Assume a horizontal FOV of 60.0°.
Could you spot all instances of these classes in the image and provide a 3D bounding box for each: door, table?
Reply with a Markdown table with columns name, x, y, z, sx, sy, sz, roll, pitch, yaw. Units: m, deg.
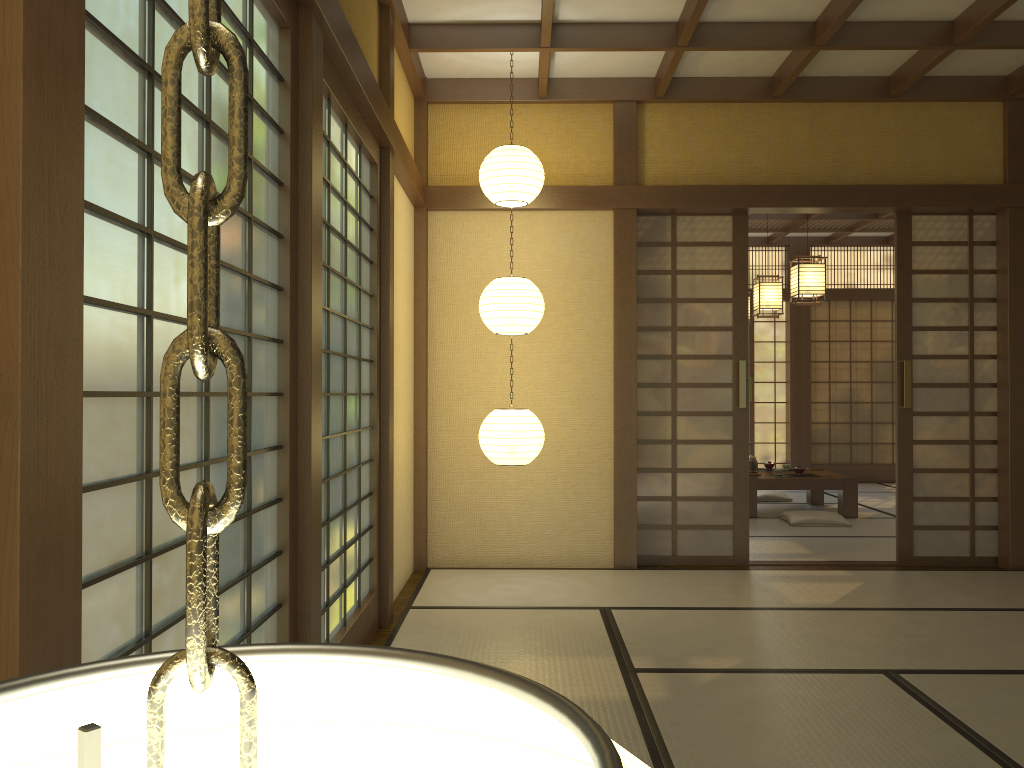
| name | x | y | z | sx | sy | sz | roll | pitch | yaw |
| --- | --- | --- | --- | --- | --- | --- | --- | --- | --- |
| door | 3.056 | 0.009 | 5.607 | 1.230 | 2.265 | 0.076 | 0 | -1 | 1 |
| door | 0.891 | 0.009 | 5.637 | 1.230 | 2.265 | 0.076 | 0 | -1 | 1 |
| door | -0.661 | -0.004 | 2.691 | 0.140 | 2.230 | 2.890 | 0 | -1 | 1 |
| table | 2.505 | 0.992 | 8.191 | 1.000 | 0.350 | 1.000 | 0 | -1 | 1 |
| door | 3.875 | 0.104 | 10.925 | 1.894 | 2.380 | 0.073 | 0 | -1 | 1 |

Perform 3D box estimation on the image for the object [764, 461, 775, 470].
| name | x | y | z | sx | sy | sz | roll | pitch | yaw |
| --- | --- | --- | --- | --- | --- | --- | --- | --- | --- |
| object | 2.458 | 0.780 | 8.471 | 0.100 | 0.080 | 0.100 | 0 | -1 | 1 |

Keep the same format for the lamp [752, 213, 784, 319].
| name | x | y | z | sx | sy | sz | roll | pitch | yaw |
| --- | --- | --- | --- | --- | --- | --- | --- | --- | --- |
| lamp | 2.387 | -1.175 | 8.276 | 0.240 | 1.129 | 0.240 | 0 | -1 | 1 |

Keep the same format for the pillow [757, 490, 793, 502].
| name | x | y | z | sx | sy | sz | roll | pitch | yaw |
| --- | --- | --- | --- | --- | --- | --- | --- | --- | --- |
| pillow | 2.541 | 1.141 | 9.048 | 0.496 | 0.107 | 0.486 | 0 | -1 | -6 |

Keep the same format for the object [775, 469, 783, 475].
| name | x | y | z | sx | sy | sz | roll | pitch | yaw |
| --- | --- | --- | --- | --- | --- | --- | --- | --- | --- |
| object | 2.405 | 0.791 | 7.995 | 0.074 | 0.052 | 0.073 | -1 | -1 | 44 |

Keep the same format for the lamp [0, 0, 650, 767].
| name | x | y | z | sx | sy | sz | roll | pitch | yaw |
| --- | --- | --- | --- | --- | --- | --- | --- | --- | --- |
| lamp | -0.067 | -0.762 | 0.201 | 0.363 | 2.297 | 0.363 | 0 | -1 | 13 |

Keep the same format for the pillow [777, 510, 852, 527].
| name | x | y | z | sx | sy | sz | roll | pitch | yaw |
| --- | --- | --- | --- | --- | --- | --- | --- | --- | --- |
| pillow | 2.518 | 1.121 | 7.409 | 0.486 | 0.107 | 0.496 | 0 | -1 | 5 |

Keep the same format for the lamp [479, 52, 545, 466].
| name | x | y | z | sx | sy | sz | roll | pitch | yaw |
| --- | --- | --- | --- | --- | --- | --- | --- | --- | --- |
| lamp | -0.002 | -0.707 | 4.873 | 0.363 | 2.297 | 0.363 | 0 | -1 | 1 |

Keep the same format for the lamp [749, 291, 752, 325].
| name | x | y | z | sx | sy | sz | roll | pitch | yaw |
| --- | --- | --- | --- | --- | --- | --- | --- | --- | --- |
| lamp | 2.403 | -1.162 | 9.440 | 0.240 | 1.129 | 0.240 | 0 | -1 | 1 |

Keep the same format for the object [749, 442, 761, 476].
| name | x | y | z | sx | sy | sz | roll | pitch | yaw |
| --- | --- | --- | --- | --- | --- | --- | --- | --- | --- |
| object | 2.158 | 0.678 | 8.086 | 0.219 | 0.296 | 0.226 | 0 | -1 | -4 |

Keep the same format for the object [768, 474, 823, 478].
| name | x | y | z | sx | sy | sz | roll | pitch | yaw |
| --- | --- | --- | --- | --- | --- | --- | --- | --- | --- |
| object | 2.533 | 0.820 | 7.930 | 0.400 | 0.007 | 0.300 | 0 | -1 | 1 |

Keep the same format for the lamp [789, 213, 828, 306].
| name | x | y | z | sx | sy | sz | roll | pitch | yaw |
| --- | --- | --- | --- | --- | --- | --- | --- | --- | --- |
| lamp | 2.371 | -1.189 | 7.111 | 0.240 | 1.129 | 0.240 | 0 | -1 | 1 |

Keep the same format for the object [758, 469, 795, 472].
| name | x | y | z | sx | sy | sz | roll | pitch | yaw |
| --- | --- | --- | --- | --- | --- | --- | --- | --- | --- |
| object | 2.506 | 0.827 | 8.498 | 0.400 | 0.007 | 0.300 | 0 | -1 | 1 |

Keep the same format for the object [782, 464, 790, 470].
| name | x | y | z | sx | sy | sz | roll | pitch | yaw |
| --- | --- | --- | --- | --- | --- | --- | --- | --- | --- |
| object | 2.628 | 0.797 | 8.499 | 0.074 | 0.052 | 0.073 | -1 | -1 | 44 |

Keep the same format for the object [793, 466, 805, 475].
| name | x | y | z | sx | sy | sz | roll | pitch | yaw |
| --- | --- | --- | --- | --- | --- | --- | --- | --- | --- |
| object | 2.573 | 0.774 | 7.942 | 0.100 | 0.080 | 0.100 | 0 | -1 | 1 |
